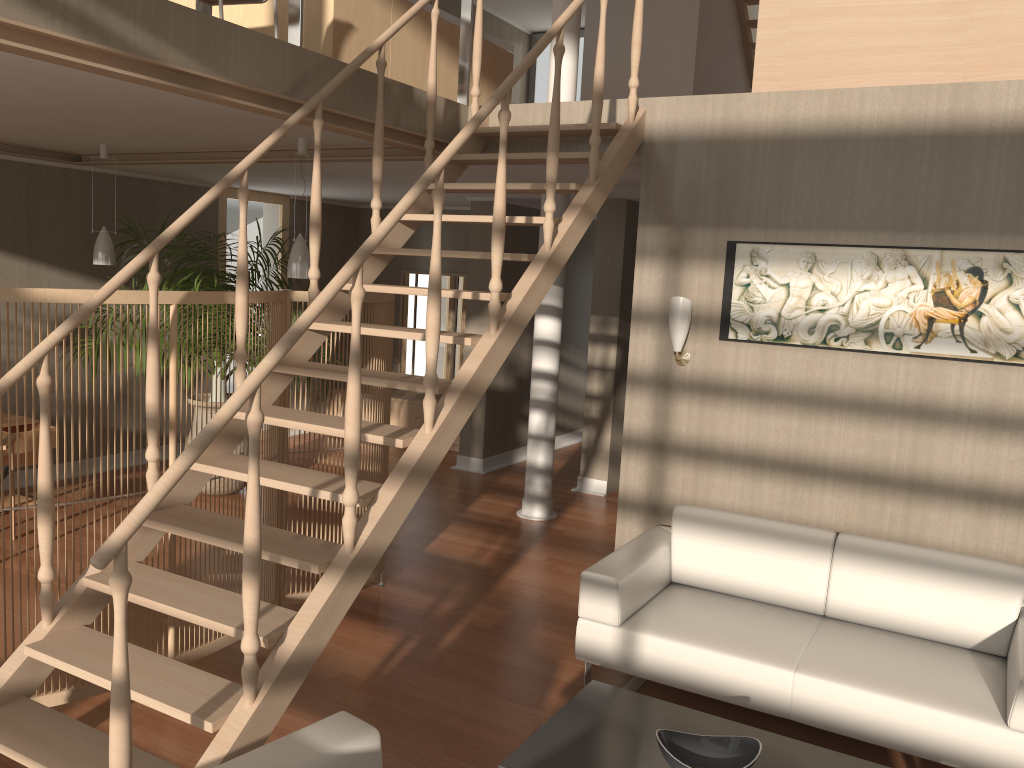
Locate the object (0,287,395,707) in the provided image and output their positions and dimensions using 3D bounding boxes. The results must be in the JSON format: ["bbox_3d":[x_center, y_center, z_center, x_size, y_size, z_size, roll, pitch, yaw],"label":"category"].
[{"bbox_3d":[-1.223,0.363,3.908,0.233,1.542,2.229,8,9,34],"label":"object"}]

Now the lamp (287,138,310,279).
[{"bbox_3d":[-1.224,-1.015,5.142,0.139,0.800,0.139,0,8,-25],"label":"lamp"}]

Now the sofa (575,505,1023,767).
[{"bbox_3d":[1.258,1.036,3.665,1.781,0.740,0.905,7,8,29],"label":"sofa"}]

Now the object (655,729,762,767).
[{"bbox_3d":[0.589,1.132,2.685,0.317,0.125,0.223,3,7,1],"label":"object"}]

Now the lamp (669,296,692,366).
[{"bbox_3d":[0.843,-0.262,4.450,0.112,0.353,0.153,7,8,29],"label":"lamp"}]

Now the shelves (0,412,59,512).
[{"bbox_3d":[-3.752,0.593,5.484,0.658,0.590,1.600,7,8,29],"label":"shelves"}]

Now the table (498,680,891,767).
[{"bbox_3d":[0.669,1.343,2.714,1.260,0.293,0.700,7,8,29],"label":"table"}]

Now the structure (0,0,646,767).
[{"bbox_3d":[-0.569,-0.476,3.499,1.000,3.578,3.150,7,8,29],"label":"structure"}]

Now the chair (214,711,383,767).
[{"bbox_3d":[-0.424,1.176,1.845,0.900,0.740,0.905,9,9,39],"label":"chair"}]

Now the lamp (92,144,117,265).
[{"bbox_3d":[-2.753,-1.208,5.986,0.139,0.800,0.139,4,7,3],"label":"lamp"}]

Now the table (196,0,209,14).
[{"bbox_3d":[-2.510,-1.989,4.378,0.900,0.740,1.800,7,8,29],"label":"table"}]

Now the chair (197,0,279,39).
[{"bbox_3d":[-1.521,-1.992,4.585,0.496,0.796,0.430,6,8,24],"label":"chair"}]

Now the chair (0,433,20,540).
[{"bbox_3d":[-3.183,0.552,5.080,0.582,0.856,0.509,0,8,-21],"label":"chair"}]

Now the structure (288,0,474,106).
[{"bbox_3d":[-2.540,-2.070,4.370,3.475,0.900,3.300,7,8,29],"label":"structure"}]

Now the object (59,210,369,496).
[{"bbox_3d":[-2.229,-0.110,6.680,2.109,2.304,2.157,5,8,18],"label":"object"}]

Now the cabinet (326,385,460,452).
[{"bbox_3d":[-1.007,0.355,9.117,1.911,0.458,0.500,7,8,29],"label":"cabinet"}]

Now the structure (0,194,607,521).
[{"bbox_3d":[0.600,-0.133,5.439,8.342,2.533,10.775,7,8,29],"label":"structure"}]

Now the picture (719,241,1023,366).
[{"bbox_3d":[1.713,-0.379,4.021,1.531,0.487,0.018,7,8,29],"label":"picture"}]

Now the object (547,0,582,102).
[{"bbox_3d":[0.397,-2.889,6.107,0.200,2.400,0.200,7,8,29],"label":"object"}]
